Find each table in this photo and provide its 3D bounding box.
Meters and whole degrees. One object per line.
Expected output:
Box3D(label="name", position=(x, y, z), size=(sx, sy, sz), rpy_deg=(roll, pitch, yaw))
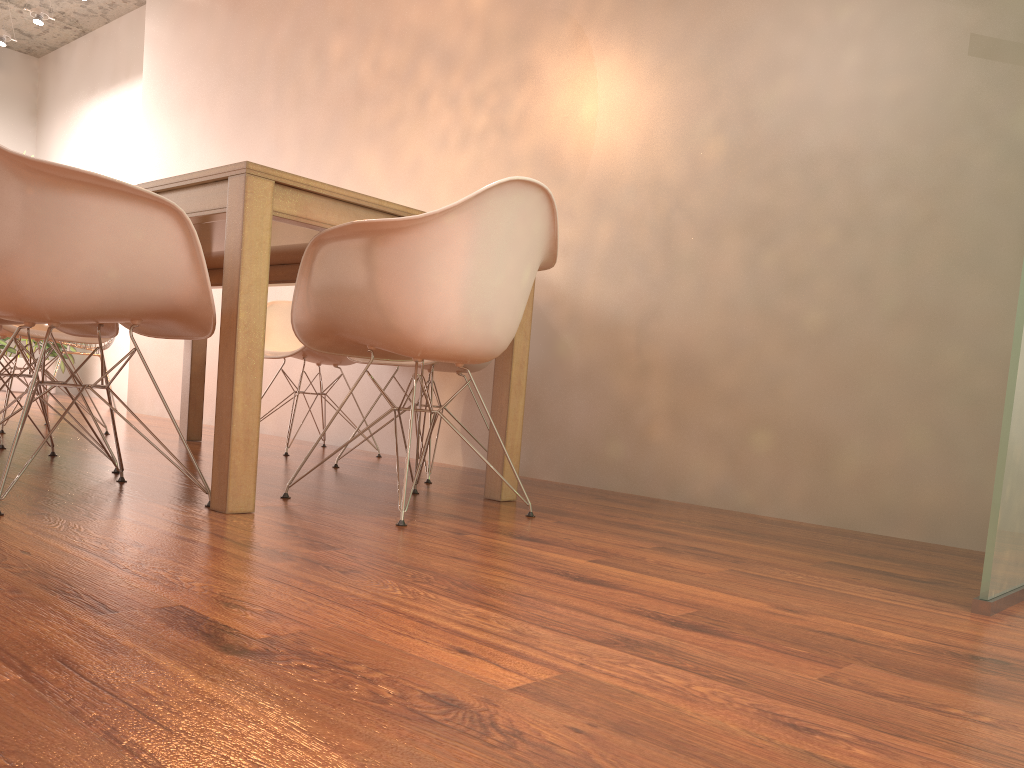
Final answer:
Box3D(label="table", position=(-1.060, -0.121, 3.105), size=(2.067, 0.815, 1.024), rpy_deg=(5, 1, 42))

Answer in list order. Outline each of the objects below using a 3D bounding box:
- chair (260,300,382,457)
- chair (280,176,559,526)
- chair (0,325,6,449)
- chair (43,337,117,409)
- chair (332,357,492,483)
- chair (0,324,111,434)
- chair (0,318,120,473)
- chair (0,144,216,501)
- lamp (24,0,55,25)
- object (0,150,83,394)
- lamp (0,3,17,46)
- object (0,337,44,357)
Box3D(label="chair", position=(-0.887, -0.115, 4.121), size=(0.682, 0.867, 0.641), rpy_deg=(7, 4, 42))
Box3D(label="chair", position=(-0.221, -0.085, 2.392), size=(0.641, 0.867, 0.682), rpy_deg=(7, 3, 37))
Box3D(label="chair", position=(-2.127, -0.237, 3.007), size=(0.682, 0.867, 0.641), rpy_deg=(7, 3, 37))
Box3D(label="chair", position=(-3.062, -0.286, 6.345), size=(0.560, 0.907, 0.540), rpy_deg=(3, 4, -28))
Box3D(label="chair", position=(-0.282, -0.073, 3.486), size=(0.683, 0.867, 0.640), rpy_deg=(6, 3, 32))
Box3D(label="chair", position=(-2.216, -0.229, 4.020), size=(0.642, 0.867, 0.681), rpy_deg=(6, 3, 27))
Box3D(label="chair", position=(-1.542, -0.193, 2.602), size=(0.682, 0.867, 0.641), rpy_deg=(7, 3, 37))
Box3D(label="chair", position=(-1.079, -0.168, 2.085), size=(0.682, 0.854, 0.641), rpy_deg=(7, 3, 37))
Box3D(label="lamp", position=(-3.679, -3.058, 6.885), size=(0.134, 0.486, 0.197), rpy_deg=(6, 4, 10))
Box3D(label="object", position=(-4.378, -0.975, 8.057), size=(0.965, 2.120, 1.075), rpy_deg=(2, 4, -35))
Box3D(label="lamp", position=(-4.286, -3.101, 7.432), size=(0.134, 0.486, 0.197), rpy_deg=(6, 4, 10))
Box3D(label="object", position=(-4.888, -1.011, 8.498), size=(1.079, 2.120, 0.961), rpy_deg=(3, 4, -30))
